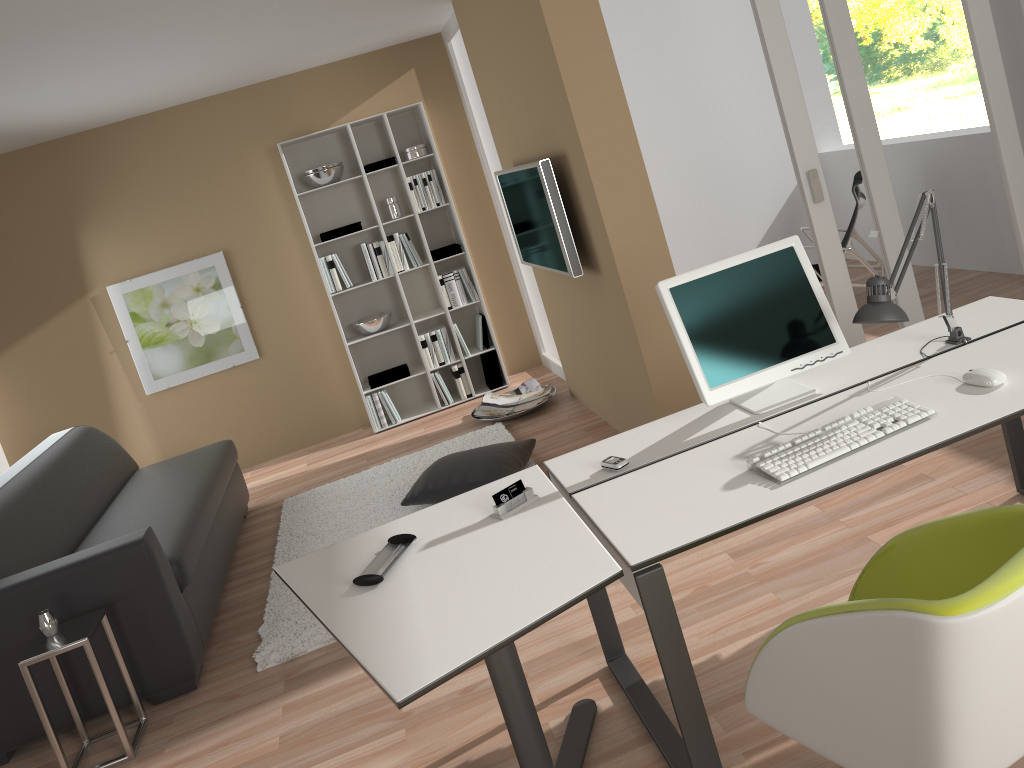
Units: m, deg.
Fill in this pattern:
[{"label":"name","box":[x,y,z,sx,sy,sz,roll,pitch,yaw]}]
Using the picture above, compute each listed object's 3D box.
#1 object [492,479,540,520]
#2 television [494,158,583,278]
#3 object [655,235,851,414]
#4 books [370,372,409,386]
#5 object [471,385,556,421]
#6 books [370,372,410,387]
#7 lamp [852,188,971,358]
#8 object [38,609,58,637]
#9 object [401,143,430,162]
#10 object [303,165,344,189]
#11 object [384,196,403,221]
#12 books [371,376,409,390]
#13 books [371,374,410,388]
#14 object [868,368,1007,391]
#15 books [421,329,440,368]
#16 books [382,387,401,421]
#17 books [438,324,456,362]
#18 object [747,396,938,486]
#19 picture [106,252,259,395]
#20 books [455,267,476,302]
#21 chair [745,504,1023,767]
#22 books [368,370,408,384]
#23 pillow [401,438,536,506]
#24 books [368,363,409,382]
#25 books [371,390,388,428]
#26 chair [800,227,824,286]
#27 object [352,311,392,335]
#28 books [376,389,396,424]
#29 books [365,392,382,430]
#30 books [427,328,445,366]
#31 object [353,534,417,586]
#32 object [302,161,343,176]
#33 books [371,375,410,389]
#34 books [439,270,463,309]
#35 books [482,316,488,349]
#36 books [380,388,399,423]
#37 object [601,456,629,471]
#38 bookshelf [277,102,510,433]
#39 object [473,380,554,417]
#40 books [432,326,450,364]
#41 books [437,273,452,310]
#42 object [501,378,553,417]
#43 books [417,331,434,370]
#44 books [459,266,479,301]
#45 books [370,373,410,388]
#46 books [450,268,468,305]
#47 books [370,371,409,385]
[{"label":"object","box":[0.005,0.308,2.374,0.133,0.055,0.049,-26,13,-33]},{"label":"television","box":[0.116,-0.890,4.718,0.055,0.568,1.192,-18,13,-8]},{"label":"object","box":[0.710,-0.163,2.587,0.469,0.424,0.199,-19,9,-9]},{"label":"books","box":[-0.896,-0.057,6.413,0.299,0.006,0.213,-19,14,-9]},{"label":"object","box":[0.018,0.146,5.801,0.598,0.062,0.583,-26,16,-33]},{"label":"books","box":[-0.895,-0.052,6.413,0.299,0.006,0.213,-19,14,-9]},{"label":"lamp","box":[1.109,-0.227,2.464,0.138,0.520,0.554,-9,13,45]},{"label":"object","box":[-1.637,0.844,3.105,0.059,0.085,0.057,-25,12,-38]},{"label":"object","box":[-0.695,-1.666,6.342,0.189,0.088,0.198,-9,15,32]},{"label":"object","box":[-1.321,-1.458,6.245,0.297,0.105,0.307,-4,19,45]},{"label":"object","box":[-0.847,-1.259,6.302,0.093,0.159,0.095,-16,9,6]},{"label":"books","box":[-0.890,-0.030,6.415,0.299,0.007,0.213,-19,14,-9]},{"label":"books","box":[-0.893,-0.041,6.415,0.299,0.006,0.213,-19,14,-9]},{"label":"object","box":[1.118,0.006,2.350,0.143,0.078,0.370,-24,15,-28]},{"label":"books","box":[-0.597,-0.261,6.442,0.040,0.254,0.210,-18,10,-8]},{"label":"books","box":[-0.880,0.135,6.418,0.058,0.253,0.210,-18,10,-7]},{"label":"books","box":[-0.479,-0.302,6.462,0.040,0.254,0.210,-18,10,-7]},{"label":"object","box":[0.779,0.131,2.275,0.460,0.078,0.392,-20,14,-14]},{"label":"picture","box":[-2.331,-0.432,6.260,0.821,0.803,0.019,-19,8,-10]},{"label":"books","box":[-0.343,-0.732,6.465,0.060,0.255,0.210,-18,10,-7]},{"label":"chair","box":[0.740,0.619,1.588,0.635,0.796,0.596,-24,12,-33]},{"label":"books","box":[-0.903,-0.073,6.414,0.299,0.007,0.213,-19,14,-9]},{"label":"pillow","box":[-0.213,0.454,4.546,0.604,0.206,0.598,-13,14,16]},{"label":"books","box":[-0.902,-0.083,6.410,0.299,0.006,0.213,-19,14,-9]},{"label":"books","box":[-0.964,0.170,6.389,0.040,0.254,0.210,-18,10,-7]},{"label":"chair","box":[1.814,-0.863,6.016,1.418,0.811,0.713,-11,12,25]},{"label":"object","box":[-1.001,-0.430,6.385,0.297,0.105,0.307,-4,19,45]},{"label":"books","box":[-0.918,0.151,6.399,0.060,0.255,0.210,-18,10,-8]},{"label":"books","box":[-1.009,0.184,6.386,0.040,0.254,0.210,-18,10,-7]},{"label":"books","box":[-0.557,-0.274,6.446,0.040,0.254,0.210,-18,10,-7]},{"label":"object","box":[-0.325,0.450,2.264,0.089,0.030,0.222,-12,15,21]},{"label":"object","box":[-1.329,-1.483,6.242,0.297,0.105,0.307,-4,19,45]},{"label":"books","box":[-0.891,-0.036,6.415,0.299,0.006,0.213,-19,14,-9]},{"label":"books","box":[-0.447,-0.693,6.437,0.077,0.254,0.210,-18,10,-7]},{"label":"books","box":[-0.216,-0.392,6.537,0.043,0.234,0.214,-18,10,-7]},{"label":"books","box":[-0.893,0.145,6.400,0.058,0.253,0.210,-18,10,-7]},{"label":"object","box":[0.284,0.219,2.431,0.048,0.021,0.084,-24,15,-28]},{"label":"bookshelf","box":[-0.843,-0.847,6.396,1.046,2.107,0.336,-19,8,-10]},{"label":"object","box":[0.012,0.115,5.812,0.494,0.095,0.353,-12,14,20]},{"label":"books","box":[-0.519,-0.288,6.454,0.040,0.254,0.210,-18,10,-7]},{"label":"books","box":[-0.506,-0.673,6.430,0.040,0.254,0.210,-18,10,-7]},{"label":"object","box":[0.058,0.106,5.836,0.345,0.095,0.506,-19,14,-8]},{"label":"books","box":[-0.635,-0.246,6.428,0.040,0.254,0.210,-18,10,-7]},{"label":"books","box":[-0.319,-0.740,6.469,0.060,0.255,0.210,-18,10,-8]},{"label":"books","box":[-0.897,-0.046,6.414,0.299,0.006,0.213,-20,14,-11]},{"label":"books","box":[-0.392,-0.716,6.461,0.040,0.254,0.210,-18,10,-8]},{"label":"books","box":[-0.899,-0.062,6.410,0.299,0.006,0.213,-19,14,-8]}]
